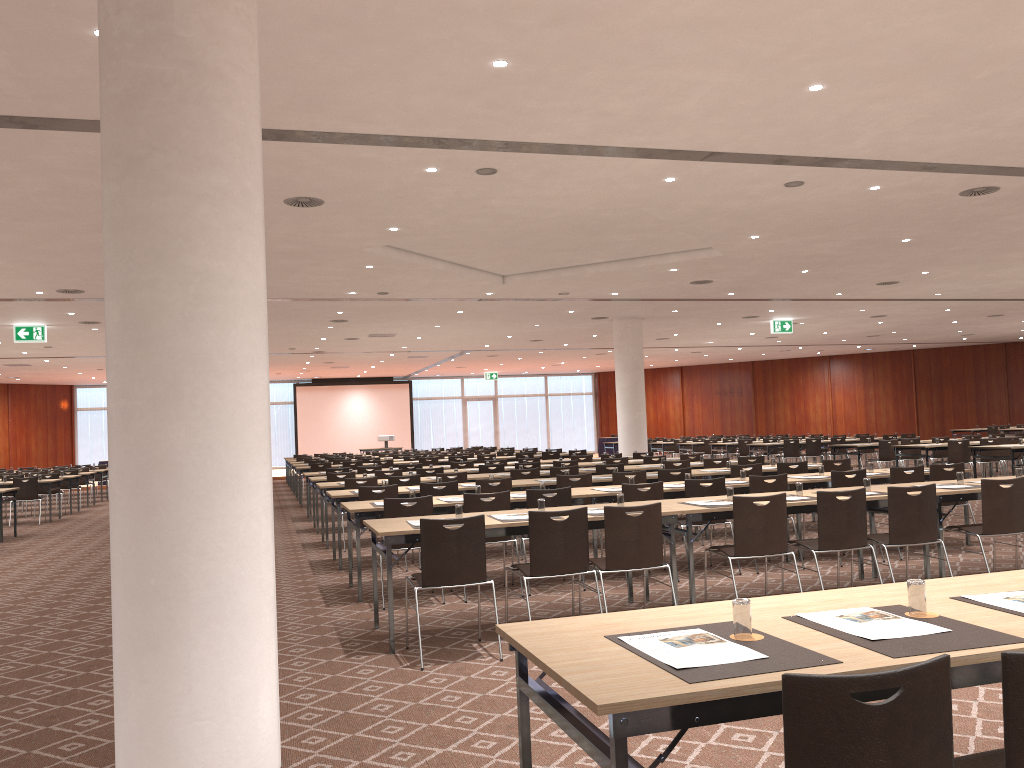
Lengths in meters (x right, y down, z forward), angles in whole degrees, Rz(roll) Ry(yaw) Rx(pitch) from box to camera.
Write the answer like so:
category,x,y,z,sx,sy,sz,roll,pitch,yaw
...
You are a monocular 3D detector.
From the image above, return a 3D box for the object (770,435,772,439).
category,x,y,z,sx,sy,sz,roll,pitch,yaw
object,7.919,1.630,27.162,0.054,0.114,0.054,-4,-3,40

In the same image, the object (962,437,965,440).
category,x,y,z,sx,sy,sz,roll,pitch,yaw
object,8.969,1.112,17.602,0.054,0.114,0.054,-1,-3,-27

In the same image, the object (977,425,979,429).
category,x,y,z,sx,sy,sz,roll,pitch,yaw
object,15.387,1.427,29.302,0.054,0.114,0.054,-4,-3,40

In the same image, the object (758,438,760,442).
category,x,y,z,sx,sy,sz,roll,pitch,yaw
object,6.915,1.555,24.803,0.054,0.114,0.054,-4,-3,40

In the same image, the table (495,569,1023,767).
category,x,y,z,sx,sy,sz,roll,pitch,yaw
table,1.180,1.181,2.872,2.267,0.832,0.953,-2,-3,-16

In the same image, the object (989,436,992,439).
category,x,y,z,sx,sy,sz,roll,pitch,yaw
object,9.593,1.094,17.771,0.054,0.114,0.054,-1,-3,-27

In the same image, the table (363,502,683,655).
category,x,y,z,sx,sy,sz,roll,pitch,yaw
table,0.073,1.420,6.756,2.267,0.832,0.953,-2,-3,-16

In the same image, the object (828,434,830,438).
category,x,y,z,sx,sy,sz,roll,pitch,yaw
object,9.099,1.496,25.431,0.054,0.114,0.054,-3,-2,18

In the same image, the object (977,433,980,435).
category,x,y,z,sx,sy,sz,roll,pitch,yaw
object,10.593,1.170,20.138,0.054,0.114,0.054,-3,-2,18

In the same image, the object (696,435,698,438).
category,x,y,z,sx,sy,sz,roll,pitch,yaw
object,6.912,1.968,33.107,0.054,0.114,0.054,-4,-3,40

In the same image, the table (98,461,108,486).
category,x,y,z,sx,sy,sz,roll,pitch,yaw
table,-13.363,3.044,30.676,1.712,0.832,1.042,-2,-3,-16

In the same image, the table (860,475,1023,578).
category,x,y,z,sx,sy,sz,roll,pitch,yaw
table,4.436,1.301,8.005,2.267,0.832,0.953,-2,-3,-16

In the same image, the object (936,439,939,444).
category,x,y,z,sx,sy,sz,roll,pitch,yaw
object,8.350,1.128,17.411,0.054,0.114,0.054,-1,-3,-27

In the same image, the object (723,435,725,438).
category,x,y,z,sx,sy,sz,roll,pitch,yaw
object,7.455,1.850,31.184,0.054,0.114,0.054,-4,-3,40

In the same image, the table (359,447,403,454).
category,x,y,z,sx,sy,sz,roll,pitch,yaw
table,-4.886,2.814,33.122,1.539,0.832,0.953,-2,-3,-16

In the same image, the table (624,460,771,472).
category,x,y,z,sx,sy,sz,roll,pitch,yaw
table,2.794,1.655,13.769,2.267,0.832,0.953,-2,-3,-16

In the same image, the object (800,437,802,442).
category,x,y,z,sx,sy,sz,roll,pitch,yaw
object,7.460,1.436,22.874,0.054,0.114,0.054,-4,-3,40

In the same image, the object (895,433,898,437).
category,x,y,z,sx,sy,sz,roll,pitch,yaw
object,10.260,1.360,23.673,0.054,0.114,0.054,-3,-2,18

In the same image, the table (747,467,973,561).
category,x,y,z,sx,sy,sz,roll,pitch,yaw
table,3.889,1.419,9.926,2.267,0.832,0.953,-2,-3,-16

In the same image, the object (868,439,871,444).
category,x,y,z,sx,sy,sz,roll,pitch,yaw
object,7.800,1.247,19.347,0.054,0.114,0.054,-1,-3,-27

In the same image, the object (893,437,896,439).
category,x,y,z,sx,sy,sz,roll,pitch,yaw
object,8.422,1.229,19.513,0.054,0.114,0.054,-1,-3,-27

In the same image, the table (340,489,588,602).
category,x,y,z,sx,sy,sz,roll,pitch,yaw
table,-0.474,1.538,8.677,2.267,0.832,0.953,-2,-3,-16

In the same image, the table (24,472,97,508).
category,x,y,z,sx,sy,sz,roll,pitch,yaw
table,-11.439,2.637,21.640,2.267,0.832,0.953,-2,-3,-16

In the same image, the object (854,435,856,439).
category,x,y,z,sx,sy,sz,roll,pitch,yaw
object,9.017,1.395,23.332,0.054,0.114,0.054,-3,-2,18

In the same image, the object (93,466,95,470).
category,x,y,z,sx,sy,sz,roll,pitch,yaw
object,-11.209,2.255,23.763,0.054,0.114,0.054,-1,-3,-27

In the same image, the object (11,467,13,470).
category,x,y,z,sx,sy,sz,roll,pitch,yaw
object,-15.118,2.568,26.791,0.054,0.114,0.054,-4,-3,40

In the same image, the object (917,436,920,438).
category,x,y,z,sx,sy,sz,roll,pitch,yaw
object,9.035,1.213,19.699,0.054,0.114,0.054,-1,-3,-27

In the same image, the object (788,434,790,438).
category,x,y,z,sx,sy,sz,roll,pitch,yaw
object,8.543,1.613,27.334,0.054,0.114,0.054,-4,-3,40

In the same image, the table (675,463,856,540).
category,x,y,z,sx,sy,sz,roll,pitch,yaw
table,3.341,1.537,11.847,2.267,0.832,0.953,-2,-3,-16

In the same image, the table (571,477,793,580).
category,x,y,z,sx,sy,sz,roll,pitch,yaw
table,1.707,1.478,9.301,2.267,0.832,0.953,-2,-3,-16

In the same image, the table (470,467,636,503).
category,x,y,z,sx,sy,sz,roll,pitch,yaw
table,0.613,1.715,13.144,2.267,0.832,0.953,-2,-3,-16

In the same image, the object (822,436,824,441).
category,x,y,z,sx,sy,sz,roll,pitch,yaw
object,8.082,1.420,23.064,0.054,0.114,0.054,-4,-3,40

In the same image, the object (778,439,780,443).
category,x,y,z,sx,sy,sz,roll,pitch,yaw
object,6.837,1.454,22.698,0.054,0.114,0.054,-4,-3,40

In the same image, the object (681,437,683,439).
category,x,y,z,sx,sy,sz,roll,pitch,yaw
object,5.893,1.893,30.744,0.054,0.114,0.054,-1,-3,-27

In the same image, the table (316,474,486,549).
category,x,y,z,sx,sy,sz,roll,pitch,yaw
table,-1.568,1.774,12.519,2.267,0.832,0.953,-2,-3,-16

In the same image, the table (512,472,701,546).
category,x,y,z,sx,sy,sz,roll,pitch,yaw
table,1.160,1.597,11.223,2.267,0.832,0.953,-2,-3,-16

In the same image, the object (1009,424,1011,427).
category,x,y,z,sx,sy,sz,roll,pitch,yaw
object,16.643,1.393,29.662,0.054,0.114,0.054,-4,-3,40

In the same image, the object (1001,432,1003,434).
category,x,y,z,sx,sy,sz,roll,pitch,yaw
object,11.233,1.153,20.318,0.054,0.114,0.054,-3,-2,18

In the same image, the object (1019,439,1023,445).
category,x,y,z,sx,sy,sz,roll,pitch,yaw
object,8.889,1.010,15.488,0.054,0.114,0.054,-2,-2,-5

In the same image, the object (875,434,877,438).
category,x,y,z,sx,sy,sz,roll,pitch,yaw
object,9.644,1.377,23.509,0.054,0.114,0.054,-3,-2,18

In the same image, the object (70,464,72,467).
category,x,y,z,sx,sy,sz,roll,pitch,yaw
object,-13.549,2.526,27.245,0.054,0.114,0.054,-1,-3,-27

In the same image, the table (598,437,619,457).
category,x,y,z,sx,sy,sz,roll,pitch,yaw
table,4.428,2.559,35.772,1.712,0.832,1.042,-2,-3,-16

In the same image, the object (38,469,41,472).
category,x,y,z,sx,sy,sz,roll,pitch,yaw
object,-12.466,2.290,23.404,0.054,0.114,0.054,-1,-3,-27

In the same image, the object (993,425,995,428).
category,x,y,z,sx,sy,sz,roll,pitch,yaw
object,16.017,1.410,29.486,0.054,0.114,0.054,-4,-3,40

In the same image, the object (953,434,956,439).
category,x,y,z,sx,sy,sz,roll,pitch,yaw
object,9.970,1.188,19.962,0.054,0.114,0.054,-3,-2,18

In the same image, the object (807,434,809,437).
category,x,y,z,sx,sy,sz,roll,pitch,yaw
object,9.183,1.596,27.523,0.054,0.114,0.054,-4,-3,40

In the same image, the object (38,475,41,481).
category,x,y,z,sx,sy,sz,roll,pitch,yaw
object,-9.579,1.901,17.991,0.054,0.114,0.054,-4,-3,40

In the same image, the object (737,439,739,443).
category,x,y,z,sx,sy,sz,roll,pitch,yaw
object,6.283,1.572,24.619,0.054,0.114,0.054,-4,-3,40

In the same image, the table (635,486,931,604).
category,x,y,z,sx,sy,sz,roll,pitch,yaw
table,2.255,1.360,7.380,2.267,0.832,0.953,-2,-3,-16

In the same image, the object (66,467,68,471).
category,x,y,z,sx,sy,sz,roll,pitch,yaw
object,-11.838,2.272,23.573,0.054,0.114,0.054,-1,-3,-27

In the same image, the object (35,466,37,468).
category,x,y,z,sx,sy,sz,roll,pitch,yaw
object,-14.485,2.551,26.980,0.054,0.114,0.054,-4,-3,40

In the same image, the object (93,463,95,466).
category,x,y,z,sx,sy,sz,roll,pitch,yaw
object,-12.927,2.509,27.425,0.054,0.114,0.054,-1,-3,-27

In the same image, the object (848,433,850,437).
category,x,y,z,sx,sy,sz,roll,pitch,yaw
object,9.731,1.478,25.597,0.054,0.114,0.054,-3,-2,18

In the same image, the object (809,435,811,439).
category,x,y,z,sx,sy,sz,roll,pitch,yaw
object,8.476,1.513,25.254,0.054,0.114,0.054,-3,-2,18

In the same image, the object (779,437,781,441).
category,x,y,z,sx,sy,sz,roll,pitch,yaw
object,7.541,1.538,24.980,0.054,0.114,0.054,-4,-3,40
